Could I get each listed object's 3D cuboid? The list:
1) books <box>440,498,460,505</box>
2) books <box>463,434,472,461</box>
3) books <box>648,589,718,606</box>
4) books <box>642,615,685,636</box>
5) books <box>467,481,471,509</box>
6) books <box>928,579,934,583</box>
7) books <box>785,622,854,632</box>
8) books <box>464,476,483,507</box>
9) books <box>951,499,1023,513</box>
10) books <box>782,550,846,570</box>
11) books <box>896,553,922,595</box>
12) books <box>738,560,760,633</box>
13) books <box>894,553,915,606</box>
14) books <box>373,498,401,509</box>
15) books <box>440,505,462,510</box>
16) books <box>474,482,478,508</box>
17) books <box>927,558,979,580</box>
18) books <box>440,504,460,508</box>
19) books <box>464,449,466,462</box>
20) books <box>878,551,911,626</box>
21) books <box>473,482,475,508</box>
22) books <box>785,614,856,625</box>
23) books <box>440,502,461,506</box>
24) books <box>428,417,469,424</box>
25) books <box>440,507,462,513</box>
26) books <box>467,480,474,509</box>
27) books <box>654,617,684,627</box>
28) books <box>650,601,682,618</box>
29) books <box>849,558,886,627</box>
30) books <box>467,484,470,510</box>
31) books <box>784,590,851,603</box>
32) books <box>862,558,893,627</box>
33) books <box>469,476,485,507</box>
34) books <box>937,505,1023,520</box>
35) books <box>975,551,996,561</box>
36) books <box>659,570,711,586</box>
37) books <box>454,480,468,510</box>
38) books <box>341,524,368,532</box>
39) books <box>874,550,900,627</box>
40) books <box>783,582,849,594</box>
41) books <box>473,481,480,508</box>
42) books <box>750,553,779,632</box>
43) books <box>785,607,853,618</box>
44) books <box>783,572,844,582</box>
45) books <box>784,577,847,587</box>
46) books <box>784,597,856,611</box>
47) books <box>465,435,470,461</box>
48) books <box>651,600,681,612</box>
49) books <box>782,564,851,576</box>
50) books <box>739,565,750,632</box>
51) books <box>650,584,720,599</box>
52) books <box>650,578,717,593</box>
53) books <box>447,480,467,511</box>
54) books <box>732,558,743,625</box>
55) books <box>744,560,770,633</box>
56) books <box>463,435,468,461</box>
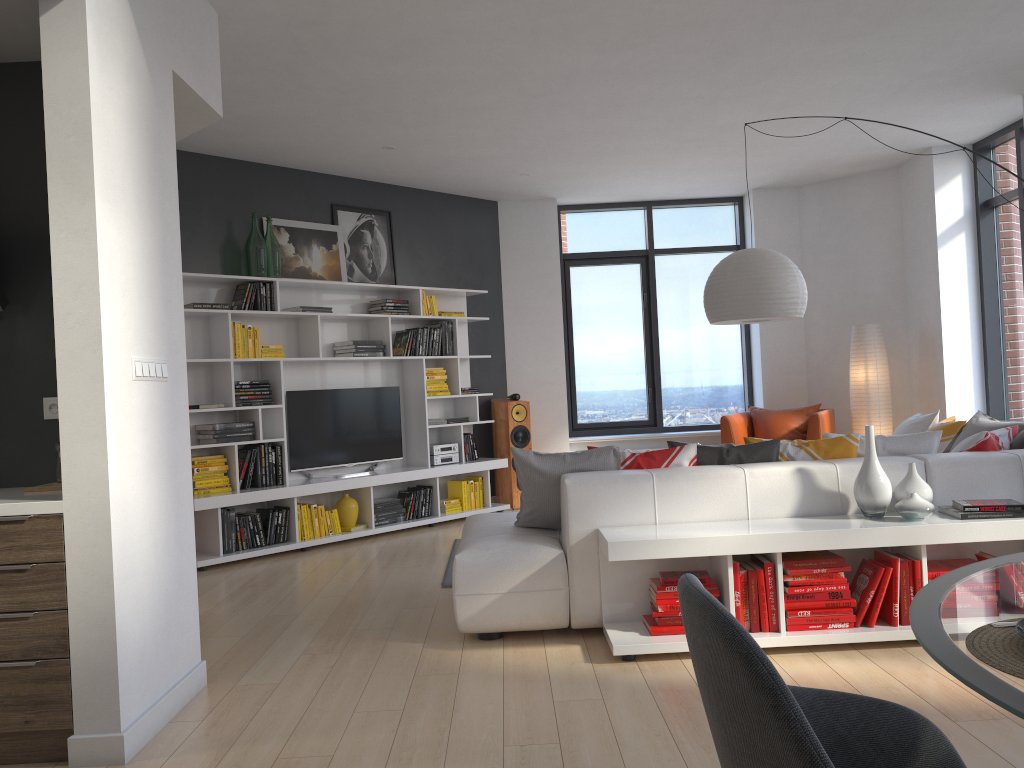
[{"bbox_3d":[-0.575,1.038,7.836,0.138,0.026,0.186,-3,0,44],"label":"books"},{"bbox_3d":[-0.439,0.580,8.082,0.169,0.242,0.050,-3,0,44],"label":"books"},{"bbox_3d":[0.733,0.909,3.811,0.261,0.028,0.191,-3,0,-1],"label":"books"},{"bbox_3d":[0.726,1.023,3.788,0.301,0.032,0.227,-3,0,-1],"label":"books"},{"bbox_3d":[-0.439,0.994,7.970,0.180,0.251,0.019,-3,0,44],"label":"books"},{"bbox_3d":[1.883,0.826,3.775,0.279,0.039,0.206,-3,0,-2],"label":"books"},{"bbox_3d":[1.268,0.998,3.745,0.274,0.029,0.200,-3,0,-1],"label":"books"},{"bbox_3d":[-0.349,0.981,8.071,0.204,0.270,0.029,-3,0,44],"label":"books"},{"bbox_3d":[2.009,0.514,3.744,0.238,0.027,0.188,-3,0,13],"label":"books"},{"bbox_3d":[1.243,0.743,3.759,0.259,0.034,0.206,-3,0,-3],"label":"books"},{"bbox_3d":[1.673,0.857,3.727,0.028,0.269,0.181,-3,0,-1],"label":"books"},{"bbox_3d":[0.996,0.897,3.755,0.034,0.259,0.207,-3,0,-1],"label":"books"},{"bbox_3d":[1.646,0.861,3.742,0.028,0.266,0.188,-3,0,-1],"label":"books"},{"bbox_3d":[-1.118,0.990,7.351,0.250,0.047,0.310,-3,0,40],"label":"books"},{"bbox_3d":[-0.565,1.086,7.832,0.148,0.011,0.196,-3,0,45],"label":"books"},{"bbox_3d":[-0.380,0.999,8.025,0.172,0.234,0.024,-3,0,44],"label":"books"},{"bbox_3d":[1.875,0.792,3.800,0.301,0.032,0.227,-3,0,-1],"label":"books"},{"bbox_3d":[-0.555,1.072,7.815,0.169,0.018,0.113,-3,0,-44],"label":"books"},{"bbox_3d":[-0.508,0.570,8.039,0.202,0.268,0.053,-3,0,44],"label":"books"},{"bbox_3d":[1.615,0.860,3.751,0.038,0.270,0.215,-3,0,-1],"label":"books"},{"bbox_3d":[-0.400,0.998,8.010,0.169,0.239,0.023,-3,0,44],"label":"books"},{"bbox_3d":[1.269,0.969,3.728,0.282,0.030,0.188,-3,0,1],"label":"books"},{"bbox_3d":[-0.563,1.057,7.830,0.134,0.014,0.187,-3,0,44],"label":"books"},{"bbox_3d":[-0.577,0.331,8.010,0.250,0.047,0.310,-3,0,40],"label":"books"},{"bbox_3d":[-0.561,1.109,7.828,0.147,0.033,0.190,-3,0,44],"label":"books"},{"bbox_3d":[-0.419,0.993,7.988,0.185,0.250,0.035,-3,0,44],"label":"books"},{"bbox_3d":[0.740,0.989,3.796,0.259,0.034,0.206,-3,0,2],"label":"books"},{"bbox_3d":[0.729,0.960,3.788,0.266,0.026,0.187,-3,0,5],"label":"books"},{"bbox_3d":[1.473,0.877,3.740,0.144,0.247,0.188,-3,0,0],"label":"books"},{"bbox_3d":[-0.440,1.007,7.942,0.156,0.229,0.024,-3,0,44],"label":"books"},{"bbox_3d":[1.260,0.879,3.769,0.279,0.039,0.206,-3,0,0],"label":"books"},{"bbox_3d":[1.515,0.876,3.734,0.115,0.245,0.192,-3,0,-1],"label":"books"},{"bbox_3d":[-0.337,0.980,8.097,0.213,0.270,0.025,-3,0,44],"label":"books"},{"bbox_3d":[2.011,0.540,3.768,0.300,0.026,0.245,-3,0,4],"label":"books"},{"bbox_3d":[2.081,0.846,3.753,0.134,0.248,0.192,-3,0,-1],"label":"books"},{"bbox_3d":[0.738,0.829,3.789,0.206,0.029,0.152,-3,0,5],"label":"books"},{"bbox_3d":[-0.469,0.991,7.944,0.199,0.263,0.015,-3,0,44],"label":"books"},{"bbox_3d":[-1.323,1.146,7.081,0.270,0.029,0.204,-3,0,29],"label":"books"},{"bbox_3d":[1.577,0.857,3.734,0.046,0.282,0.199,-3,0,-1],"label":"books"},{"bbox_3d":[1.256,0.846,3.753,0.261,0.027,0.191,-3,0,-5],"label":"books"},{"bbox_3d":[-0.364,0.999,8.047,0.172,0.234,0.024,-3,0,44],"label":"books"},{"bbox_3d":[1.068,0.877,3.751,0.049,0.291,0.214,-3,0,-1],"label":"books"},{"bbox_3d":[1.266,0.942,3.732,0.266,0.026,0.187,-3,0,-1],"label":"books"},{"bbox_3d":[1.244,0.798,3.757,0.257,0.025,0.182,-3,0,-1],"label":"books"},{"bbox_3d":[1.264,0.821,3.749,0.236,0.023,0.178,-3,0,-1],"label":"books"},{"bbox_3d":[1.268,0.914,3.768,0.301,0.032,0.227,-3,0,-1],"label":"books"},{"bbox_3d":[-0.460,0.584,8.071,0.170,0.236,0.049,-3,0,45],"label":"books"},{"bbox_3d":[0.739,0.934,3.795,0.257,0.025,0.182,-3,0,-1],"label":"books"},{"bbox_3d":[1.262,0.772,3.750,0.266,0.026,0.187,-3,0,-6],"label":"books"},{"bbox_3d":[0.962,0.899,3.754,0.031,0.255,0.181,-3,0,-1],"label":"books"},{"bbox_3d":[0.734,0.882,3.795,0.269,0.028,0.179,-3,0,1],"label":"books"},{"bbox_3d":[0.731,0.856,3.799,0.254,0.025,0.178,-3,0,-1],"label":"books"},{"bbox_3d":[-0.489,0.994,7.921,0.198,0.255,0.044,-3,0,44],"label":"books"},{"bbox_3d":[0.927,0.884,3.751,0.036,0.294,0.208,-3,0,-1],"label":"books"},{"bbox_3d":[1.034,0.894,3.746,0.042,0.259,0.195,-3,0,-1],"label":"books"},{"bbox_3d":[-0.482,0.585,8.059,0.189,0.240,0.053,-3,0,45],"label":"books"}]
